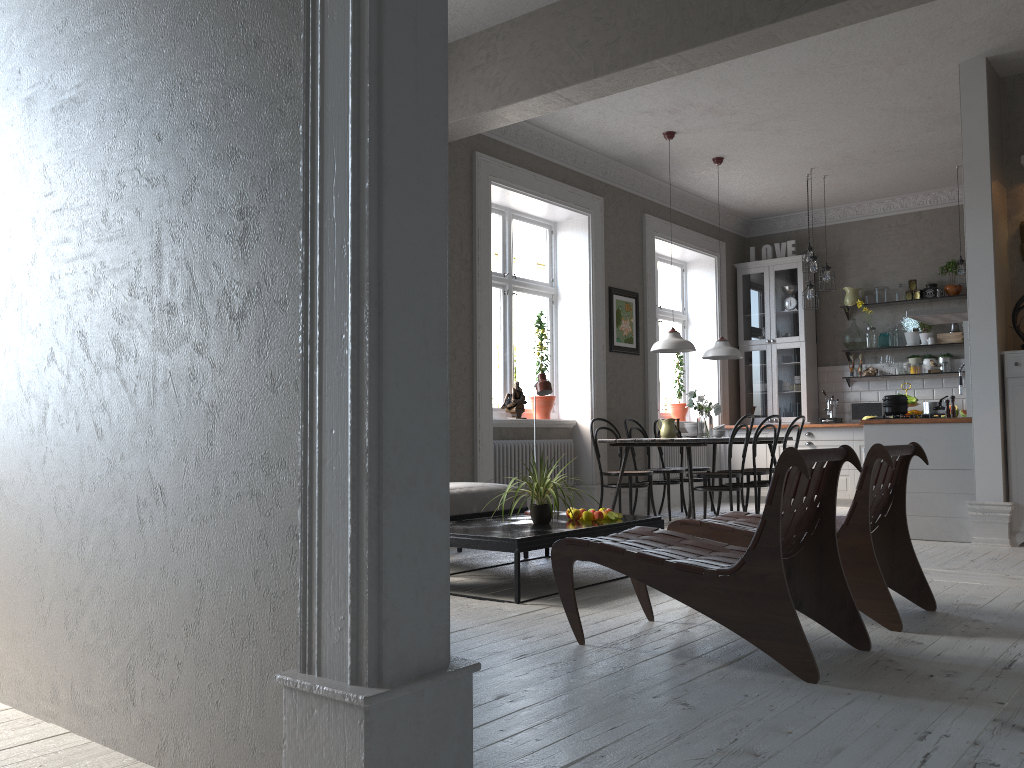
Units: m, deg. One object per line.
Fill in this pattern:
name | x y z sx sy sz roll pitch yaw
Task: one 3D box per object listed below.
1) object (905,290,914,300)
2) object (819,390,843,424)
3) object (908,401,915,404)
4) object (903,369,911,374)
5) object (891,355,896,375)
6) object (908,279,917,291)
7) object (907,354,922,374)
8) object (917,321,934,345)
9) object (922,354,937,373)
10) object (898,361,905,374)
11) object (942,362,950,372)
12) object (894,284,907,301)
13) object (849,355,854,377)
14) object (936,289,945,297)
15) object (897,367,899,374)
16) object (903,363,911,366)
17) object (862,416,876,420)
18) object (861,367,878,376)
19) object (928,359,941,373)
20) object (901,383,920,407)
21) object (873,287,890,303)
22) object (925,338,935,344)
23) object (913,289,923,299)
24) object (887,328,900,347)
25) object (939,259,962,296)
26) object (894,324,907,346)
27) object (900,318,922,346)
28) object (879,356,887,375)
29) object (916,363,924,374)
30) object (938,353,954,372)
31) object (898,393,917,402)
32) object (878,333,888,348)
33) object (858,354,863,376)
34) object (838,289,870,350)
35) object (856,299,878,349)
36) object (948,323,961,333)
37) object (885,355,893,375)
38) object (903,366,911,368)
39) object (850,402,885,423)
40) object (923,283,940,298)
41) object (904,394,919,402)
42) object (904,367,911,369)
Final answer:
object | 4.252 -0.938 9.462 0.081 0.113 0.084 -3 -4 39
object | 3.485 0.259 9.723 0.201 0.370 0.360 -3 -4 39
object | 4.158 0.207 9.229 0.075 0.062 0.101 -1 -3 12
object | 4.189 -0.130 9.383 0.076 0.051 0.078 -3 -4 32
object | 4.107 -0.200 9.583 0.080 0.217 0.083 -2 -4 25
object | 4.269 -1.051 9.438 0.082 0.113 0.084 -2 -4 19
object | 4.297 -0.210 9.466 0.154 0.217 0.158 -2 -4 18
object | 4.369 -0.595 9.355 0.184 0.380 0.169 0 -3 0
object | 4.422 -0.213 9.378 0.149 0.214 0.171 1 -4 -21
object | 4.164 -0.169 9.462 0.078 0.139 0.079 -1 -3 11
object | 4.495 -0.175 9.179 0.076 0.108 0.079 -3 -4 32
object | 4.225 -0.981 9.619 0.140 0.220 0.140 0 -3 -2
object | 3.779 -0.201 9.850 0.053 0.264 0.062 -1 -3 10
object | 4.465 -0.946 9.224 0.091 0.096 0.076 -3 -4 39
object | 4.189 -0.137 9.538 0.079 0.083 0.076 2 -4 -33
object | 4.188 -0.190 9.387 0.076 0.051 0.078 -2 -4 24
object | 3.785 0.375 9.327 0.193 0.083 0.193 -3 -4 39
object | 3.914 -0.137 9.687 0.175 0.111 0.097 -2 -4 16
object | 4.423 -0.185 9.261 0.118 0.147 0.101 -1 -3 6
object | 4.134 0.199 9.275 0.346 0.425 0.357 -2 -4 24
object | 4.027 -0.959 9.652 0.173 0.184 0.170 0 -3 -12
object | 4.380 -0.447 9.256 0.063 0.071 0.104 1 -4 -21
object | 4.317 -0.942 9.406 0.084 0.113 0.081 2 -5 -41
object | 4.101 -0.495 9.515 0.127 0.206 0.122 1 -4 -29
object | 4.590 -1.099 9.200 0.245 0.397 0.256 1 -4 -27
object | 4.215 -0.518 9.622 0.128 0.264 0.134 -4 -5 44
object | 4.301 -0.575 9.477 0.239 0.354 0.240 2 -4 -33
object | 4.043 -0.196 9.639 0.080 0.217 0.083 -2 -4 25
object | 4.312 -0.162 9.358 0.076 0.108 0.079 -3 -4 32
object | 4.554 -0.218 9.283 0.155 0.213 0.156 -3 -4 36
object | 4.128 0.142 9.249 0.068 0.101 0.206 3 -5 -45
object | 4.064 -0.469 9.660 0.123 0.172 0.129 -4 -5 42
object | 3.850 -0.207 9.774 0.062 0.264 0.052 0 -4 -15
object | 3.756 -0.713 9.789 0.332 0.674 0.339 -1 -3 7
object | 3.862 -0.654 9.643 0.188 0.540 0.286 -2 -4 31
object | 4.600 -0.669 9.207 0.128 0.287 0.133 -2 -4 24
object | 4.051 -0.204 9.510 0.080 0.217 0.083 -2 -4 25
object | 4.189 -0.165 9.385 0.079 0.051 0.076 2 -4 -32
object | 3.840 0.316 9.551 0.344 0.226 0.090 -3 -4 38
object | 4.443 -0.976 9.372 0.139 0.174 0.145 -3 -4 39
object | 4.193 0.153 9.285 0.090 0.096 0.177 1 -4 -31
object | 4.189 -0.148 9.384 0.076 0.051 0.078 -3 -4 32
